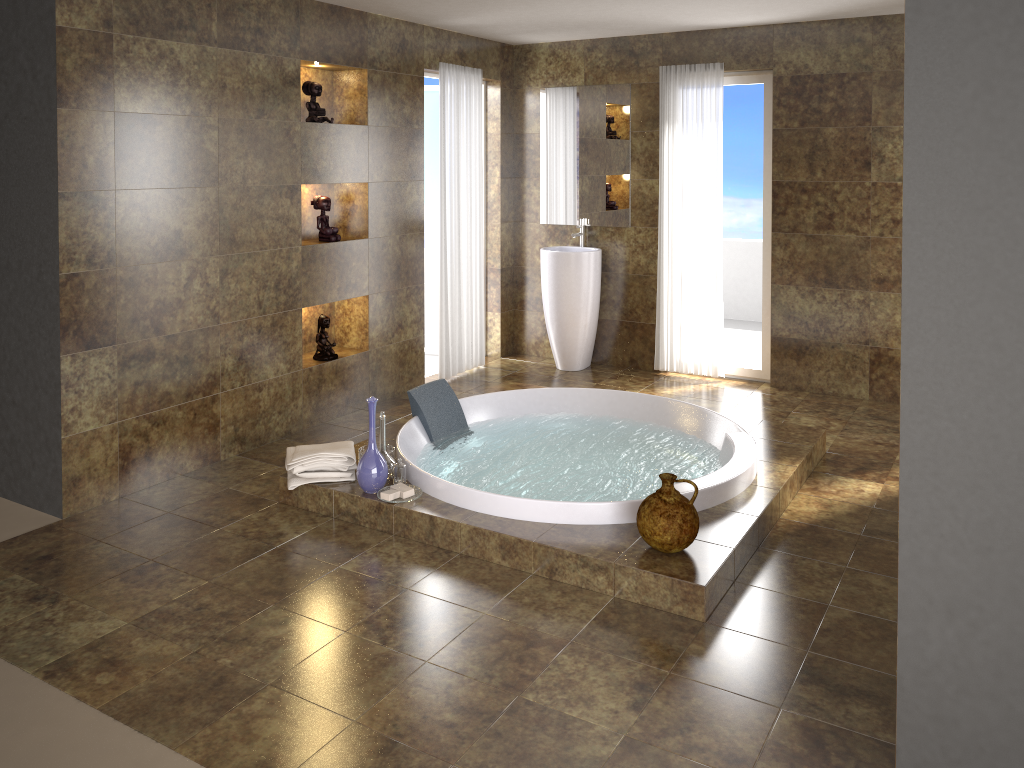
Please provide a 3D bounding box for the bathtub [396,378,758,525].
[{"bbox_3d":[0.308,0.385,4.289,1.762,0.509,1.793,-7,15,-27],"label":"bathtub"}]

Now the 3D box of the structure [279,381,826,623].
[{"bbox_3d":[0.310,0.393,4.290,2.021,0.121,2.051,8,17,30],"label":"structure"}]

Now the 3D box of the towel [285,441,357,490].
[{"bbox_3d":[-0.879,0.355,3.985,0.321,0.146,0.349,-3,13,-14],"label":"towel"}]

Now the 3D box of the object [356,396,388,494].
[{"bbox_3d":[-0.608,0.260,3.760,0.137,0.410,0.137,2,4,39],"label":"object"}]

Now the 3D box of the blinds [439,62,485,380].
[{"bbox_3d":[-0.355,-1.200,6.311,0.068,2.225,0.608,1,3,31],"label":"blinds"}]

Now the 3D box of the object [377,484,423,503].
[{"bbox_3d":[-0.478,0.474,3.693,0.190,0.018,0.195,5,15,19],"label":"object"}]

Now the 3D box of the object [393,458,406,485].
[{"bbox_3d":[-0.500,0.387,3.847,0.057,0.113,0.058,0,4,-7],"label":"object"}]

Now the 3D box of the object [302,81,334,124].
[{"bbox_3d":[-1.170,-1.697,5.206,0.153,0.261,0.124,3,5,31],"label":"object"}]

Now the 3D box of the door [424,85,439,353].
[{"bbox_3d":[-0.716,-1.348,7.083,0.963,2.177,0.040,1,2,21],"label":"door"}]

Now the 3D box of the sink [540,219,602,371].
[{"bbox_3d":[0.438,-0.674,6.503,0.461,1.110,0.442,2,4,34],"label":"sink"}]

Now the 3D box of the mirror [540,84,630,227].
[{"bbox_3d":[0.554,-1.759,6.667,0.772,1.066,0.008,4,3,31],"label":"mirror"}]

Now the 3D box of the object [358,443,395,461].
[{"bbox_3d":[-0.639,0.346,4.083,0.170,0.073,0.175,3,13,12],"label":"object"}]

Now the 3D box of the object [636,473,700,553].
[{"bbox_3d":[0.577,0.474,3.202,0.230,0.268,0.235,0,7,3],"label":"object"}]

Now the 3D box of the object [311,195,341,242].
[{"bbox_3d":[-1.132,-1.011,5.279,0.175,0.278,0.113,3,5,31],"label":"object"}]

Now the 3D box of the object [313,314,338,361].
[{"bbox_3d":[-1.138,-0.291,5.273,0.153,0.268,0.153,3,6,31],"label":"object"}]

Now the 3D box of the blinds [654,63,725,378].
[{"bbox_3d":[1.276,-1.180,6.209,0.520,2.214,0.068,1,2,31],"label":"blinds"}]

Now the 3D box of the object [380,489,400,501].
[{"bbox_3d":[-0.513,0.468,3.643,0.054,0.033,0.075,6,14,31],"label":"object"}]

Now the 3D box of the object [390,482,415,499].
[{"bbox_3d":[-0.470,0.457,3.700,0.062,0.031,0.102,-11,17,-42],"label":"object"}]

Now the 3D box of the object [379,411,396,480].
[{"bbox_3d":[-0.586,0.276,3.908,0.131,0.301,0.131,3,5,39],"label":"object"}]
